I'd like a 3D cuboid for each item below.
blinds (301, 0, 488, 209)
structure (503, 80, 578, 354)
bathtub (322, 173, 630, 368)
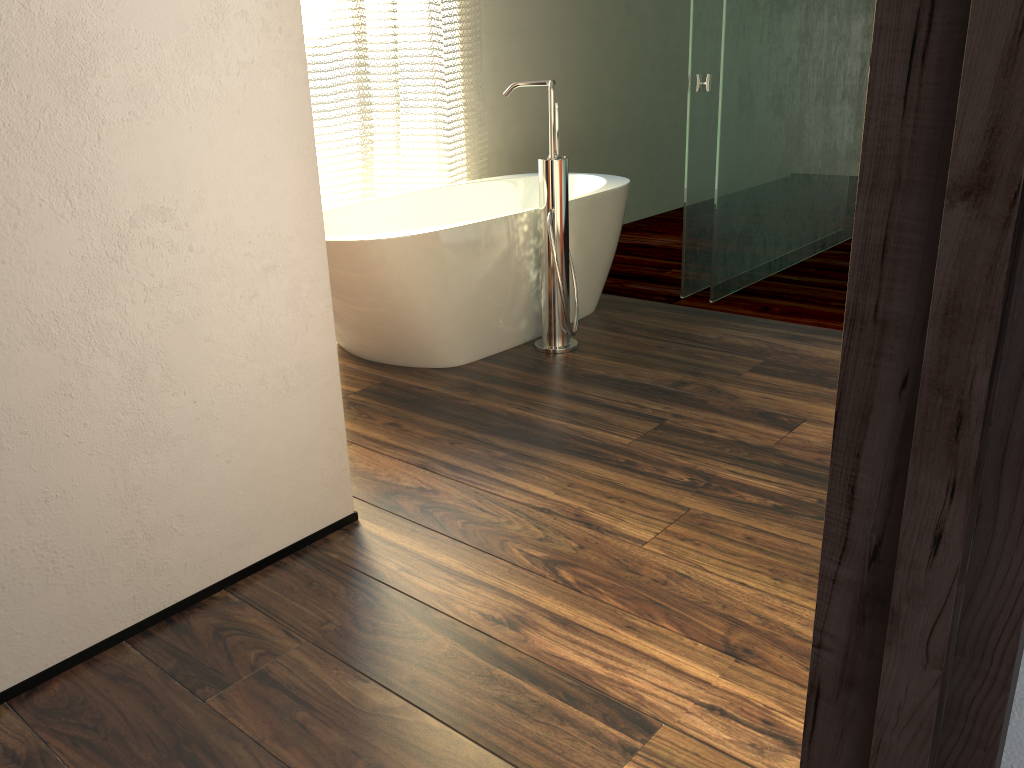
[{"bbox_3d":[-0.805,-1.377,3.235,0.185,2.335,2.077,15,26,38],"label":"blinds"},{"bbox_3d":[0.128,-0.540,2.956,0.243,0.896,0.278,-5,20,-8],"label":"structure"},{"bbox_3d":[-0.169,-0.459,3.387,0.783,0.485,1.583,14,26,38],"label":"bathtub"}]
